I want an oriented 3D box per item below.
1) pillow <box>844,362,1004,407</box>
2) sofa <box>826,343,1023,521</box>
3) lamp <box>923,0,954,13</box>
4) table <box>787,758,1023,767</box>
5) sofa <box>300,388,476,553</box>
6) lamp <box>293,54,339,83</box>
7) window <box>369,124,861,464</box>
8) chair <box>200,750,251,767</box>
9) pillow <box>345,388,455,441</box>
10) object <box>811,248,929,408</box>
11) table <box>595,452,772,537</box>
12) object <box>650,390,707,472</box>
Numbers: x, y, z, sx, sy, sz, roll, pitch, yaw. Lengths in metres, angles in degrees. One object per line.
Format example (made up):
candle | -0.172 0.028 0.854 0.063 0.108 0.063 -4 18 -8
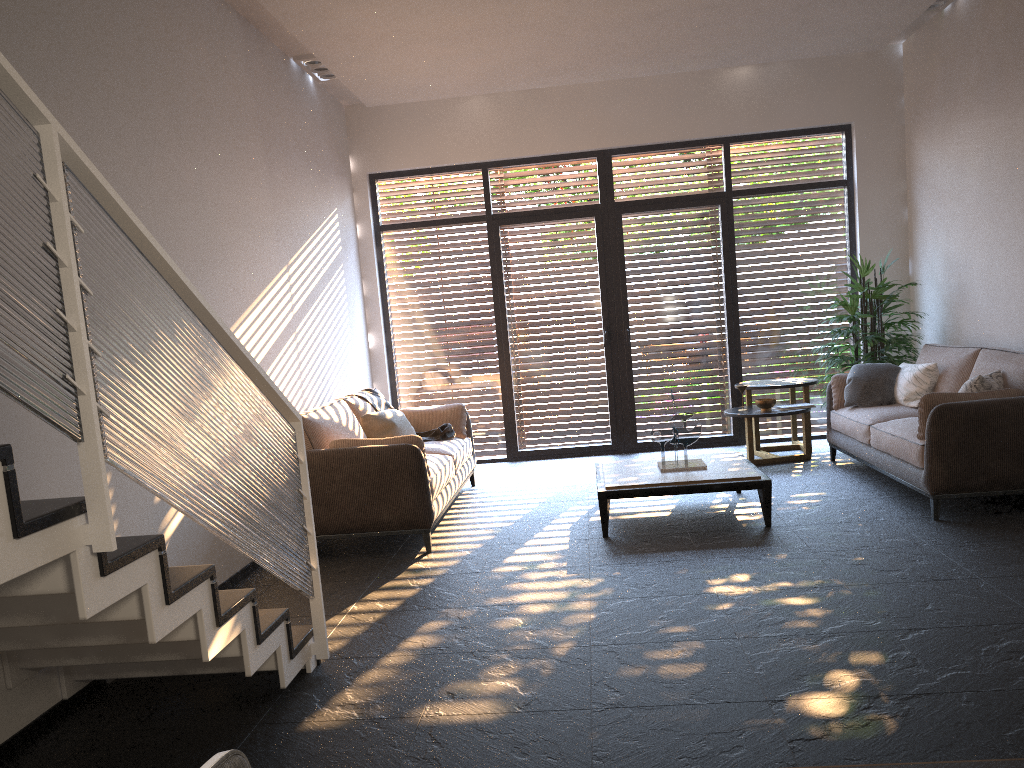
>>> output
pillow | 2.842 0.049 6.212 0.618 0.345 1.882 -5 4 5
sofa | 2.981 0.226 6.186 0.994 0.925 2.308 -4 4 5
lamp | 3.251 -2.953 6.707 0.253 0.066 0.641 -5 4 5
table | 0.537 0.931 0.350 0.997 0.718 1.789 -5 4 5
sofa | -0.904 0.539 6.546 0.994 0.925 2.308 -4 4 5
lamp | -1.542 -2.567 7.150 0.253 0.066 0.641 -5 4 5
window | 1.002 -0.813 8.714 4.943 3.048 0.456 -5 7 5
chair | -0.021 0.848 0.785 0.602 0.925 0.472 -4 6 8
pillow | -1.053 0.398 7.038 0.956 0.712 1.011 -2 6 29
object | 3.114 -0.295 7.739 0.975 1.734 0.911 -8 7 -29
table | 1.100 0.714 5.939 1.049 0.309 1.109 -5 4 5
object | -0.256 -1.296 1.599 0.366 4.500 8.850 -3 5 17
